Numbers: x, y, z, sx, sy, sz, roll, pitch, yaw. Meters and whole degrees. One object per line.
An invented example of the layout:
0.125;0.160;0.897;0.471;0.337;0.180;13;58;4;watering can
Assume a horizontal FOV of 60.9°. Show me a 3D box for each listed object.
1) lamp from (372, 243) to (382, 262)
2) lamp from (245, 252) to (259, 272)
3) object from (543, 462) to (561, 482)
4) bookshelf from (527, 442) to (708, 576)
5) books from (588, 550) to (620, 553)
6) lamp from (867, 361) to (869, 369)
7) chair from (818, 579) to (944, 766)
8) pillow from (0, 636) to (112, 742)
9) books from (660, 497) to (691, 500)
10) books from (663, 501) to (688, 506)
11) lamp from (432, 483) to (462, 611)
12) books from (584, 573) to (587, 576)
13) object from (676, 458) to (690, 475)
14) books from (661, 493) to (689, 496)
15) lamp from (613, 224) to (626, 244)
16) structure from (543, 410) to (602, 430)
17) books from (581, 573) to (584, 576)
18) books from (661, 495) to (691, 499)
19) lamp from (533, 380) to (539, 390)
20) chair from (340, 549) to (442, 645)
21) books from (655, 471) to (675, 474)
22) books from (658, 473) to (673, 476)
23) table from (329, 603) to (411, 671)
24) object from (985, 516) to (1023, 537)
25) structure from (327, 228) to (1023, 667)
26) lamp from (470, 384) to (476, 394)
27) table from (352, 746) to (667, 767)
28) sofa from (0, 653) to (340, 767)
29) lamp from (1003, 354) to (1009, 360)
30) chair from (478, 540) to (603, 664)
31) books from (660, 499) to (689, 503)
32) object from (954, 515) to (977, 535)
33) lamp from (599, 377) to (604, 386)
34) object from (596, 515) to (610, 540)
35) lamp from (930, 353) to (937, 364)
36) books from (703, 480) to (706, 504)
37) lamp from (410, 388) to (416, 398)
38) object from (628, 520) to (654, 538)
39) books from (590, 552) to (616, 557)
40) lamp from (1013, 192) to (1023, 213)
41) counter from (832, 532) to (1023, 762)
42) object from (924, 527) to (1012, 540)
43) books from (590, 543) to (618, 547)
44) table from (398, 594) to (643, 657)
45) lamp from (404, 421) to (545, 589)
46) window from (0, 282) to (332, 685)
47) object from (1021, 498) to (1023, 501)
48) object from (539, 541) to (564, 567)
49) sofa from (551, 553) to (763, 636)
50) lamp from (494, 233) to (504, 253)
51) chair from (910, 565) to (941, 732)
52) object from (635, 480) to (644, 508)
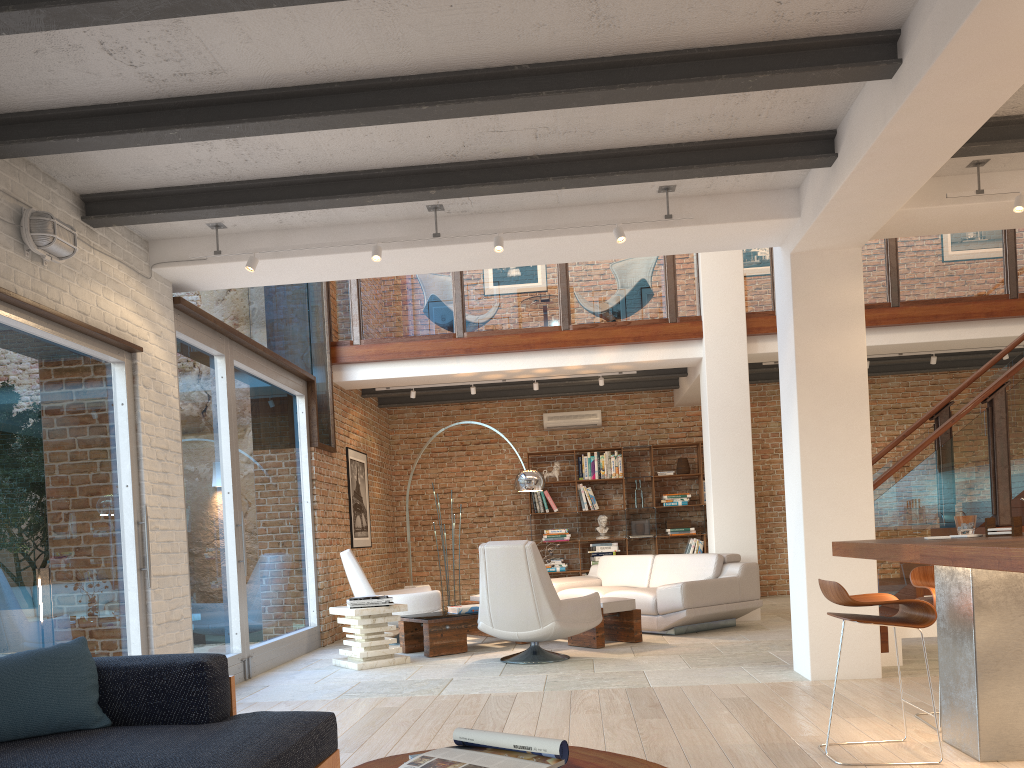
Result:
-0.822;-0.803;5.294;0.061;0.120;0.086;-3;-3;6;lamp
-1.599;-0.745;5.361;0.087;0.128;0.060;-1;-2;-36;lamp
0.557;1.228;12.192;0.252;0.280;0.131;-4;-1;12;object
1.786;1.973;12.144;3.036;2.183;0.366;-3;0;4;bookshelf
1.283;2.340;12.194;0.445;0.020;0.276;-4;-10;4;books
4.058;-0.230;9.983;0.061;0.128;0.086;-3;-3;6;lamp
1.559;1.225;3.789;0.423;0.768;0.406;-3;-2;4;chair
-1.756;1.089;3.084;0.564;0.324;0.382;2;-8;-36;pillow
2.271;1.597;12.111;0.379;0.018;0.248;-2;-10;-3;books
2.280;1.670;12.113;0.327;0.055;0.258;-5;-10;14;books
-0.856;2.222;11.699;0.417;1.804;0.201;-3;0;-26;lamp
1.040;2.846;12.240;0.036;0.380;0.246;-3;-3;4;books
2.363;1.139;12.045;0.193;0.230;0.195;0;-5;-38;object
2.268;1.543;12.122;0.356;0.020;0.276;-3;-10;3;books
0.639;-0.894;5.183;0.059;0.128;0.087;-2;-3;-26;lamp
0.854;0.513;12.329;0.813;0.217;0.202;-4;-4;4;structure
1.003;2.846;12.227;0.036;0.380;0.246;-3;-3;4;books
2.270;1.568;12.102;0.379;0.036;0.248;-3;-10;-2;books
0.281;0.019;10.276;0.061;0.128;0.086;-3;-3;6;lamp
-1.256;2.179;9.022;0.982;0.988;1.040;-2;-5;-11;chair
2.115;1.230;12.075;0.236;0.018;0.173;-3;-10;-3;books
2.122;1.254;12.068;0.206;0.033;0.134;-4;-9;4;books
-1.218;2.149;7.463;0.495;0.499;0.501;0;-6;-36;table
2.122;0.615;3.764;0.094;0.081;0.116;2;-8;-41;object
2.578;-0.239;5.361;10.161;4.087;14.053;-4;-9;4;structure
-0.460;0.064;10.334;0.061;0.120;0.086;-3;-3;6;lamp
-0.028;1.072;1.525;1.079;0.440;1.854;-4;-9;10;table
-1.266;1.022;1.494;2.081;0.651;4.007;-4;-10;4;sofa
5.576;-0.332;9.858;0.087;0.128;0.060;-1;-2;-36;lamp
0.128;1.775;7.139;1.032;1.006;0.978;-5;-5;21;chair
2.257;1.627;12.123;0.380;0.036;0.248;-4;-10;4;books
2.003;0.624;3.848;0.091;0.084;0.092;-5;-5;19;object
1.048;-0.037;10.226;0.061;0.114;0.095;-3;-4;11;lamp
1.264;2.000;12.194;0.197;0.347;0.194;-4;-2;20;object
4.799;-0.279;9.926;0.061;0.128;0.086;-3;-3;6;lamp
2.658;1.508;12.082;0.056;0.326;0.257;-3;-3;4;books
-1.179;0.115;10.387;0.059;0.128;0.087;-2;-3;-26;lamp
1.787;2.017;12.128;0.336;0.230;0.287;-3;-6;4;object
1.268;2.377;12.183;0.326;0.055;0.259;-3;-9;-1;books
2.919;-1.043;5.010;0.087;0.128;0.060;-1;-2;-36;lamp
2.369;0.980;3.062;1.687;0.907;2.532;-4;-9;4;counter
1.998;0.655;3.816;0.396;0.034;0.201;-4;-10;8;object
1.283;2.249;12.206;0.380;0.036;0.248;-4;-10;4;books
-0.099;2.295;8.429;1.971;0.424;2.238;4;-12;-34;table
-0.438;1.577;9.649;2.050;2.328;0.318;-6;-2;41;lamp
-2.658;-1.085;5.239;0.648;6.311;12.505;-3;-8;4;window
2.392;0.527;3.736;0.365;0.219;0.368;1;-8;-30;object
0.265;1.825;8.549;0.541;0.601;0.320;-1;-2;-25;object
1.379;2.214;9.332;1.144;0.746;2.363;2;-10;-35;sofa
-0.080;-0.847;5.236;0.061;0.128;0.086;-3;-3;6;lamp
2.205;1.277;4.279;0.405;0.768;0.425;-3;-2;4;chair
1.762;1.526;12.103;0.122;0.395;0.062;-3;0;7;object
